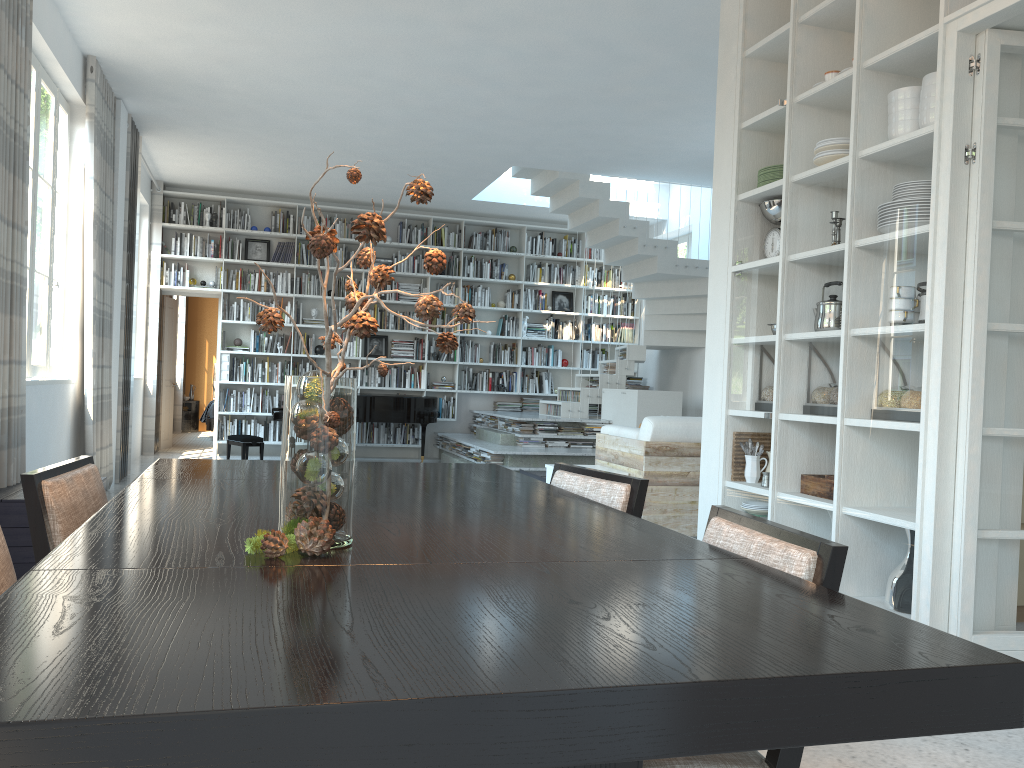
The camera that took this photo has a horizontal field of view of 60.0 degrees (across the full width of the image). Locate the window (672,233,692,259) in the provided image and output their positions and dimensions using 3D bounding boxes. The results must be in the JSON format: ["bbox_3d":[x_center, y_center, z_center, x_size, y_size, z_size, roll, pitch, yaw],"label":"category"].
[{"bbox_3d":[2.272,-1.331,11.420,0.042,1.226,1.117,2,0,-16],"label":"window"}]

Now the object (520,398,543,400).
[{"bbox_3d":[0.261,0.202,11.989,0.285,0.005,0.159,2,0,-16],"label":"object"}]

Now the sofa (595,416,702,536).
[{"bbox_3d":[1.719,0.653,6.024,2.195,0.854,0.871,2,0,-16],"label":"sofa"}]

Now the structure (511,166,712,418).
[{"bbox_3d":[0.967,-0.959,10.282,2.614,3.382,1.954,2,0,-16],"label":"structure"}]

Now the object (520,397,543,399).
[{"bbox_3d":[0.265,0.192,11.977,0.285,0.005,0.159,2,0,-11],"label":"object"}]

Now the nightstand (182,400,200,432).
[{"bbox_3d":[-5.535,0.526,14.715,0.650,0.518,0.430,2,0,-13],"label":"nightstand"}]

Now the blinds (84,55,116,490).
[{"bbox_3d":[-3.174,-0.755,6.811,0.183,3.262,1.025,2,1,-17],"label":"blinds"}]

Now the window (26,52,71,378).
[{"bbox_3d":[-20.365,-9.091,10.062,32.807,18.542,18.527,2,0,-12],"label":"window"}]

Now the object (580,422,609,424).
[{"bbox_3d":[0.929,0.430,10.031,0.284,0.030,0.177,2,0,-16],"label":"object"}]

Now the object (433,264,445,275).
[{"bbox_3d":[-0.943,-1.524,11.517,0.135,0.248,0.135,2,1,-26],"label":"object"}]

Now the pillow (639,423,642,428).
[{"bbox_3d":[0.931,0.424,5.801,0.200,0.339,0.462,2,0,-22],"label":"pillow"}]

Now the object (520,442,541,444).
[{"bbox_3d":[0.197,0.644,9.714,0.204,0.004,0.140,2,0,-13],"label":"object"}]

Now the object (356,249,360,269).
[{"bbox_3d":[-1.933,-1.568,11.162,0.075,0.255,0.075,2,1,-37],"label":"object"}]

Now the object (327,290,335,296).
[{"bbox_3d":[-2.283,-1.137,11.177,0.097,0.098,0.097,3,0,33],"label":"object"}]

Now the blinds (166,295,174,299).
[{"bbox_3d":[-4.650,-0.792,11.903,0.140,3.231,0.776,2,1,-16],"label":"blinds"}]

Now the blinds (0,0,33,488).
[{"bbox_3d":[-2.419,-0.726,4.237,0.132,3.262,0.722,2,1,-17],"label":"blinds"}]

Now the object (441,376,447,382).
[{"bbox_3d":[-0.888,-0.064,11.538,0.071,0.072,0.071,3,0,33],"label":"object"}]

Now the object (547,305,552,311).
[{"bbox_3d":[0.492,-1.018,11.984,0.091,0.092,0.091,3,0,33],"label":"object"}]

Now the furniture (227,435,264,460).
[{"bbox_3d":[-2.833,0.717,9.409,0.240,0.353,0.467,2,0,-41],"label":"furniture"}]

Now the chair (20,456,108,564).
[{"bbox_3d":[-0.799,0.587,2.114,0.570,0.782,0.480,2,0,-11],"label":"chair"}]

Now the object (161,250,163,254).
[{"bbox_3d":[-4.210,-1.683,10.637,0.035,0.295,0.176,2,1,-16],"label":"object"}]

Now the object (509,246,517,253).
[{"bbox_3d":[0.015,-1.779,11.766,0.104,0.105,0.104,3,0,33],"label":"object"}]

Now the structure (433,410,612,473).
[{"bbox_3d":[0.660,0.725,10.630,2.899,0.659,3.112,2,0,-16],"label":"structure"}]

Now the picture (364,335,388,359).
[{"bbox_3d":[-1.754,-0.483,11.439,0.300,0.300,0.077,2,1,-16],"label":"picture"}]

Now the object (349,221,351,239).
[{"bbox_3d":[-2.058,-1.937,11.266,0.010,0.247,0.157,2,0,-16],"label":"object"}]

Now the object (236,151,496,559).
[{"bbox_3d":[-0.235,-0.032,1.347,0.541,0.601,0.317,3,1,45],"label":"object"}]

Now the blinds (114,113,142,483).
[{"bbox_3d":[-3.549,-0.750,8.089,0.140,3.231,0.776,2,1,-16],"label":"blinds"}]

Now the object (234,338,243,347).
[{"bbox_3d":[-3.367,-0.509,10.899,0.105,0.106,0.105,2,0,-38],"label":"object"}]

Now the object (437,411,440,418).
[{"bbox_3d":[-0.981,0.395,11.507,0.093,0.095,0.094,3,0,33],"label":"object"}]

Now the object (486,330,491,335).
[{"bbox_3d":[-0.307,-0.674,11.742,0.071,0.072,0.071,3,0,33],"label":"object"}]

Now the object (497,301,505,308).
[{"bbox_3d":[-0.147,-1.055,11.827,0.111,0.113,0.111,2,0,-38],"label":"object"}]

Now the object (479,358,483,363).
[{"bbox_3d":[-0.415,-0.309,11.756,0.071,0.072,0.071,3,0,33],"label":"object"}]

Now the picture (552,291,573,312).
[{"bbox_3d":[0.692,-1.115,12.130,0.300,0.300,0.077,2,1,-16],"label":"picture"}]

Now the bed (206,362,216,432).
[{"bbox_3d":[-3.936,0.271,14.263,1.770,1.180,2.173,2,0,-16],"label":"bed"}]

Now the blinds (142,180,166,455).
[{"bbox_3d":[-4.323,-0.780,10.771,0.140,3.231,0.776,2,1,-16],"label":"blinds"}]

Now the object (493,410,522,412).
[{"bbox_3d":[-0.066,0.363,11.885,0.346,0.007,0.193,2,0,-21],"label":"object"}]

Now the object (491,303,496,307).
[{"bbox_3d":[-0.252,-1.038,11.773,0.068,0.068,0.068,2,0,-38],"label":"object"}]

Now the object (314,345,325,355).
[{"bbox_3d":[-2.424,-0.425,11.172,0.133,0.135,0.134,3,0,33],"label":"object"}]

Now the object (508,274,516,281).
[{"bbox_3d":[-0.001,-1.411,11.776,0.100,0.102,0.100,2,0,-38],"label":"object"}]

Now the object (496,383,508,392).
[{"bbox_3d":[-0.131,0.049,11.688,0.160,0.114,0.064,2,0,-29],"label":"object"}]

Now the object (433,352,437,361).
[{"bbox_3d":[-0.998,-0.354,11.438,0.054,0.113,0.079,2,0,-17],"label":"object"}]

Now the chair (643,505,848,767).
[{"bbox_3d":[0.180,0.627,1.535,0.570,0.782,0.480,2,0,-11],"label":"chair"}]

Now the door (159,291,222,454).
[{"bbox_3d":[-4.140,-0.142,11.280,0.834,1.981,0.786,2,1,-16],"label":"door"}]

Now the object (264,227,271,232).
[{"bbox_3d":[-3.021,-1.895,10.953,0.082,0.083,0.082,2,0,-38],"label":"object"}]

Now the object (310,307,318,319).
[{"bbox_3d":[-2.490,-0.892,11.164,0.095,0.157,0.121,2,0,-2],"label":"object"}]

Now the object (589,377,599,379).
[{"bbox_3d":[1.070,-0.076,11.167,0.161,0.025,0.174,2,0,-12],"label":"object"}]

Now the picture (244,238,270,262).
[{"bbox_3d":[-3.160,-1.649,11.005,0.300,0.300,0.077,2,1,-16],"label":"picture"}]

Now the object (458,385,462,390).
[{"bbox_3d":[-0.698,0.045,11.678,0.071,0.072,0.071,3,0,33],"label":"object"}]

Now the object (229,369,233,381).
[{"bbox_3d":[-3.411,-0.104,10.772,0.045,0.146,0.045,3,1,22],"label":"object"}]

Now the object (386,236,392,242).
[{"bbox_3d":[-1.590,-1.846,11.356,0.105,0.106,0.104,2,0,-38],"label":"object"}]

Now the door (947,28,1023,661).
[{"bbox_3d":[1.922,-0.034,2.990,0.839,2.228,0.067,2,1,-6],"label":"door"}]

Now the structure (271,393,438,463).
[{"bbox_3d":[-1.778,0.530,10.238,1.918,0.833,1.334,2,0,-16],"label":"structure"}]

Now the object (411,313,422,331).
[{"bbox_3d":[-1.221,-0.796,11.388,0.138,0.244,0.137,3,1,39],"label":"object"}]

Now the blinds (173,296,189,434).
[{"bbox_3d":[-5.425,-0.821,14.585,0.140,3.231,0.776,2,1,-16],"label":"blinds"}]

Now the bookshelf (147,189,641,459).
[{"bbox_3d":[-1.327,-0.589,11.441,6.297,3.143,0.330,2,1,-16],"label":"bookshelf"}]

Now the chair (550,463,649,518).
[{"bbox_3d":[-0.020,0.620,2.339,0.570,0.782,0.480,2,1,-26],"label":"chair"}]

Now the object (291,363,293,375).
[{"bbox_3d":[-2.762,-0.132,11.108,0.012,0.254,0.161,2,0,-16],"label":"object"}]

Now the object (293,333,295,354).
[{"bbox_3d":[-2.739,-0.506,11.118,0.012,0.270,0.130,2,1,-16],"label":"object"}]

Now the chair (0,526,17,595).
[{"bbox_3d":[-0.567,0.596,1.322,0.570,0.782,0.480,2,0,-16],"label":"chair"}]

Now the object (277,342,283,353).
[{"bbox_3d":[-2.856,-0.445,10.903,0.081,0.140,0.044,2,1,-32],"label":"object"}]
